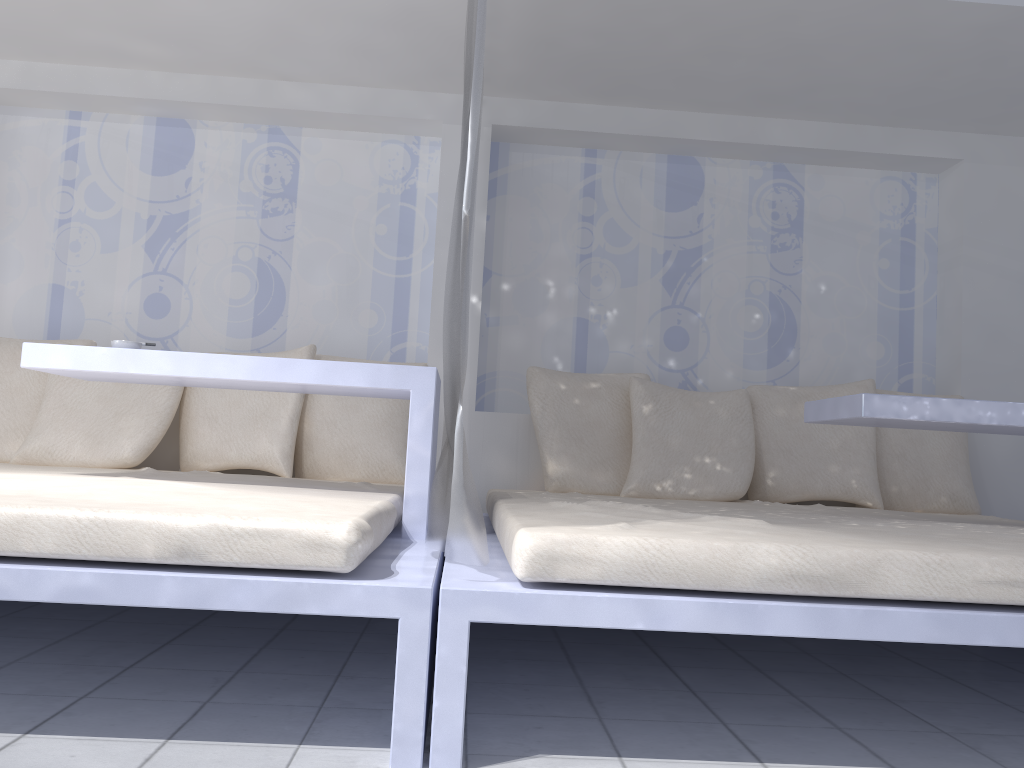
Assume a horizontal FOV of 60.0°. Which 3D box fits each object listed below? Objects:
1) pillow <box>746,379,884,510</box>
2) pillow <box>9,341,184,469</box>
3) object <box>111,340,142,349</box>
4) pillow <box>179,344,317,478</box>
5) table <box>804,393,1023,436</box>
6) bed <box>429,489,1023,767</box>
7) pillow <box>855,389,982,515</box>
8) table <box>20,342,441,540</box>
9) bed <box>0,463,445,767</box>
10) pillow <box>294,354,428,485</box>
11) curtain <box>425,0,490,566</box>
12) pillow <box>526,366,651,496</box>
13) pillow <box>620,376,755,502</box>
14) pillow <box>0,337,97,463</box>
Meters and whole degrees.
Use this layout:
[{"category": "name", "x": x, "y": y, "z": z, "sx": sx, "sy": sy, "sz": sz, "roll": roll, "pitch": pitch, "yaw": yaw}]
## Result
[{"category": "pillow", "x": 1.183, "y": 0.228, "z": 3.521, "sx": 0.537, "sy": 0.527, "sz": 0.233, "roll": 2, "pitch": -5, "yaw": 17}, {"category": "pillow", "x": -1.525, "y": 0.085, "z": 3.328, "sx": 0.528, "sy": 0.482, "sz": 0.307, "roll": 3, "pitch": -5, "yaw": 2}, {"category": "object", "x": -1.107, "y": -0.099, "z": 2.544, "sx": 0.082, "sy": 0.043, "sz": 0.082, "roll": 7, "pitch": -6, "yaw": -41}, {"category": "pillow", "x": -1.022, "y": 0.096, "z": 3.410, "sx": 0.537, "sy": 0.527, "sz": 0.233, "roll": 2, "pitch": -5, "yaw": 17}, {"category": "table", "x": 1.453, "y": 0.296, "z": 2.605, "sx": 1.065, "sy": 0.450, "sz": 0.416, "roll": 3, "pitch": -5, "yaw": -3}, {"category": "bed", "x": 0.916, "y": 0.574, "z": 2.543, "sx": 2.200, "sy": 0.427, "sz": 2.016, "roll": 3, "pitch": -5, "yaw": -3}, {"category": "pillow", "x": 1.610, "y": 0.279, "z": 3.565, "sx": 0.524, "sy": 0.521, "sz": 0.230, "roll": 4, "pitch": -5, "yaw": -5}, {"category": "table", "x": -0.752, "y": 0.164, "z": 2.494, "sx": 1.065, "sy": 0.450, "sz": 0.416, "roll": 3, "pitch": -5, "yaw": -3}, {"category": "bed", "x": -1.289, "y": 0.442, "z": 2.433, "sx": 2.200, "sy": 0.427, "sz": 2.016, "roll": 3, "pitch": -5, "yaw": -3}, {"category": "pillow", "x": -0.595, "y": 0.147, "z": 3.455, "sx": 0.524, "sy": 0.521, "sz": 0.230, "roll": 4, "pitch": -5, "yaw": -5}, {"category": "curtain", "x": -0.131, "y": -0.360, "z": 2.550, "sx": 0.125, "sy": 1.559, "sz": 1.998, "roll": 4, "pitch": -5, "yaw": -4}, {"category": "pillow", "x": 0.336, "y": 0.191, "z": 3.513, "sx": 0.572, "sy": 0.510, "sz": 0.231, "roll": 3, "pitch": -5, "yaw": -4}, {"category": "pillow", "x": 0.680, "y": 0.217, "z": 3.439, "sx": 0.528, "sy": 0.482, "sz": 0.307, "roll": 3, "pitch": -5, "yaw": 2}, {"category": "pillow", "x": -1.869, "y": 0.059, "z": 3.402, "sx": 0.572, "sy": 0.510, "sz": 0.231, "roll": 3, "pitch": -5, "yaw": -4}]
